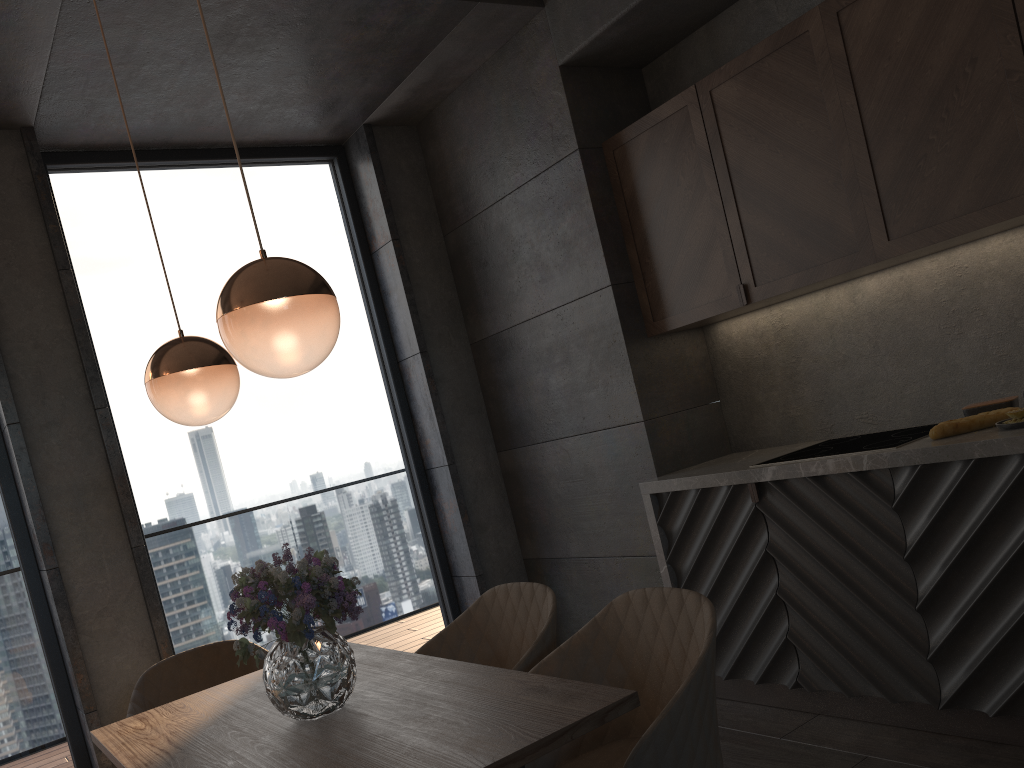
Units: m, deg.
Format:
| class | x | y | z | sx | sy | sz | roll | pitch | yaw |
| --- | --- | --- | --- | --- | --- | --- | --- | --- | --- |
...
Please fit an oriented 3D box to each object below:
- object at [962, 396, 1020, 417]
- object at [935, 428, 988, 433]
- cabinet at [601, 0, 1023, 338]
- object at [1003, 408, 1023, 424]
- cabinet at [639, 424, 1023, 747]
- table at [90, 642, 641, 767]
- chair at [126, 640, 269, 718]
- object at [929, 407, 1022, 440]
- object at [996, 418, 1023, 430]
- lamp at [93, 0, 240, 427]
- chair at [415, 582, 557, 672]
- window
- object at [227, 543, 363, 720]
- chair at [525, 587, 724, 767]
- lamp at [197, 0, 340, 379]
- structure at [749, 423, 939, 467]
| class | x | y | z | sx | sy | sz | roll | pitch | yaw |
| --- | --- | --- | --- | --- | --- | --- | --- | --- | --- |
| object | 1.568 | 0.088 | 2.886 | 0.158 | 0.068 | 0.115 | -16 | -2 | 41 |
| object | 1.541 | 0.112 | 2.701 | 0.281 | 0.040 | 0.495 | -12 | -4 | -39 |
| cabinet | 1.553 | -0.953 | 2.540 | 0.365 | 0.866 | 3.427 | -15 | -2 | -35 |
| object | 1.535 | 0.093 | 2.632 | 0.115 | 0.045 | 0.121 | -13 | -2 | -29 |
| cabinet | 1.820 | 0.535 | 2.536 | 0.594 | 0.951 | 3.427 | -14 | -2 | -35 |
| table | -0.379 | 1.151 | 2.086 | 0.761 | 0.770 | 1.481 | -14 | -2 | -34 |
| chair | -0.887 | 1.280 | 2.848 | 0.550 | 0.838 | 0.514 | -14 | 1 | -30 |
| object | 1.469 | 0.121 | 2.782 | 0.302 | 0.055 | 0.071 | -14 | -1 | 7 |
| object | 1.539 | 0.110 | 2.633 | 0.169 | 0.020 | 0.171 | -13 | -3 | -9 |
| lamp | -1.003 | -0.641 | 2.322 | 0.237 | 1.548 | 0.240 | -15 | 2 | -29 |
| chair | -0.061 | 1.065 | 2.628 | 0.504 | 0.838 | 0.560 | -15 | 1 | -40 |
| window | -3.473 | 0.800 | 2.807 | 7.190 | 3.008 | 0.201 | -12 | 1 | -34 |
| object | -0.490 | 0.570 | 2.069 | 0.300 | 0.410 | 0.325 | -14 | 0 | 26 |
| chair | 0.277 | 0.954 | 2.075 | 0.505 | 0.838 | 0.560 | -14 | 1 | -35 |
| lamp | -0.621 | -0.765 | 1.740 | 0.241 | 1.548 | 0.236 | -12 | 3 | 31 |
| structure | 1.266 | 0.222 | 3.217 | 0.499 | 0.017 | 0.617 | -12 | -3 | -34 |
